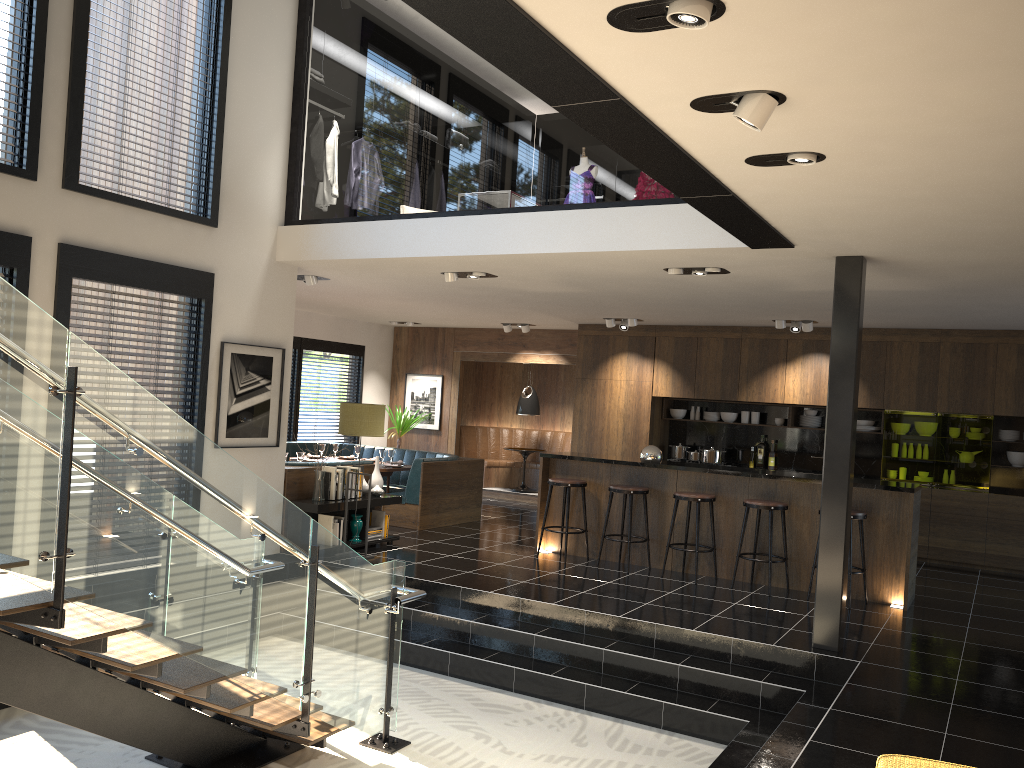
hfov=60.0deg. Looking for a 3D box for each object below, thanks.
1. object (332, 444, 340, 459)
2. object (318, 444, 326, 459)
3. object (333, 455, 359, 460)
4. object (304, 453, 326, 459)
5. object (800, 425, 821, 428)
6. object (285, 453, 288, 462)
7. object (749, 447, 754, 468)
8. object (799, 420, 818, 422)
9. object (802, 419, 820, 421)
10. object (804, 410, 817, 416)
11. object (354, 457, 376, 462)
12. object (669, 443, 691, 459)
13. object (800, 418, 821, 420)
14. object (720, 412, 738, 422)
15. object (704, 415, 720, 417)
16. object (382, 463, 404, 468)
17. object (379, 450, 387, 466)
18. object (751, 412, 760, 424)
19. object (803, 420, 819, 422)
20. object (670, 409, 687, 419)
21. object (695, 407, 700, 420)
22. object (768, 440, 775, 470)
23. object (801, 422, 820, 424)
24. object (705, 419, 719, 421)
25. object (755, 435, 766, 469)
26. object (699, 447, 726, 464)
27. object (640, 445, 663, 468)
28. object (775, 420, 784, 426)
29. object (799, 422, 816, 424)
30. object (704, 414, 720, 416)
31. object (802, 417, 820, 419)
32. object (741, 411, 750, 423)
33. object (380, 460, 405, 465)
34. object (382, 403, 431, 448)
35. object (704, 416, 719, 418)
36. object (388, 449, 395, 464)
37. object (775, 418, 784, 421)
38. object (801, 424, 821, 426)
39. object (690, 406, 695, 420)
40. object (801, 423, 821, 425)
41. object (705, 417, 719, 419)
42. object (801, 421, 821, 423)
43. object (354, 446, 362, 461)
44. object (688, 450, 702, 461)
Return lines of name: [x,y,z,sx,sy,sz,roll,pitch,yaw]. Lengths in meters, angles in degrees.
object: [-2.298,0.876,11.538,0.098,0.192,0.098,3,-1,27]
object: [-2.430,0.864,11.323,0.098,0.192,0.098,3,-1,27]
object: [-2.182,0.956,11.627,0.324,0.051,0.269,3,-1,33]
object: [-2.556,0.929,11.425,0.269,0.051,0.325,3,-1,33]
object: [3.866,0.554,11.501,0.269,0.024,0.269,4,-1,-22]
object: [-2.437,0.828,9.443,0.098,0.192,0.098,3,-1,27]
object: [3.210,0.980,11.862,0.057,0.287,0.058,3,0,42]
object: [3.870,0.491,11.501,0.269,0.024,0.269,4,-1,-22]
object: [3.871,0.471,11.501,0.269,0.024,0.269,4,-1,-22]
object: [3.873,0.384,11.502,0.168,0.087,0.168,4,-1,-41]
object: [-1.860,0.973,11.445,0.324,0.051,0.269,3,-1,33]
object: [2.297,0.916,12.144,0.255,0.218,0.236,4,-1,-13]
object: [3.871,0.464,11.501,0.269,0.024,0.269,4,-1,-22]
object: [2.925,0.454,11.952,0.234,0.138,0.234,4,-1,-41]
object: [2.718,0.446,12.058,0.220,0.033,0.220,3,-1,26]
object: [-1.447,0.988,10.834,0.269,0.051,0.325,3,-1,33]
object: [-1.590,0.909,10.901,0.098,0.192,0.098,3,-1,27]
object: [3.226,0.452,11.756,0.109,0.161,0.109,3,-1,42]
object: [3.870,0.482,11.501,0.269,0.024,0.269,4,-1,-22]
object: [2.304,0.420,12.302,0.234,0.138,0.234,3,-1,32]
object: [2.551,0.403,12.164,0.060,0.185,0.060,4,0,-2]
object: [3.444,0.939,11.745,0.077,0.395,0.077,4,0,-19]
object: [3.868,0.510,11.501,0.269,0.024,0.269,4,-1,-22]
object: [2.715,0.494,12.058,0.220,0.033,0.220,3,-1,26]
object: [3.304,0.903,11.816,0.133,0.451,0.116,3,0,29]
object: [2.643,0.939,11.712,0.300,0.218,0.278,4,-1,-28]
object: [1.386,0.722,8.810,0.227,0.228,0.227,4,-1,-10]
object: [3.506,0.511,11.623,0.122,0.072,0.122,4,-1,-35]
object: [3.868,0.519,11.501,0.269,0.024,0.269,4,-1,-22]
object: [2.719,0.435,12.058,0.220,0.033,0.220,3,-1,26]
object: [3.872,0.444,11.501,0.269,0.024,0.269,4,-1,-22]
object: [3.110,0.445,11.822,0.109,0.161,0.109,3,-1,12]
object: [-1.505,0.992,11.256,0.324,0.051,0.269,3,-1,33]
object: [-1.705,1.024,14.263,0.818,1.382,0.955,4,-1,-13]
object: [2.717,0.458,12.058,0.220,0.033,0.220,3,-1,26]
object: [-1.513,0.918,11.095,0.098,0.192,0.098,3,-1,27]
object: [3.508,0.487,11.623,0.122,0.072,0.122,4,-1,-35]
object: [3.867,0.538,11.501,0.269,0.024,0.269,4,-1,-22]
object: [2.485,0.399,12.201,0.060,0.185,0.060,4,0,-29]
object: [3.867,0.527,11.501,0.269,0.024,0.269,4,-1,-22]
object: [2.717,0.469,12.058,0.220,0.033,0.220,3,-1,26]
object: [3.869,0.499,11.501,0.269,0.024,0.269,4,-1,-22]
object: [-1.976,0.893,11.361,0.098,0.192,0.098,3,-1,27]
object: [2.473,0.961,11.939,0.210,0.143,0.195,4,-1,-13]
